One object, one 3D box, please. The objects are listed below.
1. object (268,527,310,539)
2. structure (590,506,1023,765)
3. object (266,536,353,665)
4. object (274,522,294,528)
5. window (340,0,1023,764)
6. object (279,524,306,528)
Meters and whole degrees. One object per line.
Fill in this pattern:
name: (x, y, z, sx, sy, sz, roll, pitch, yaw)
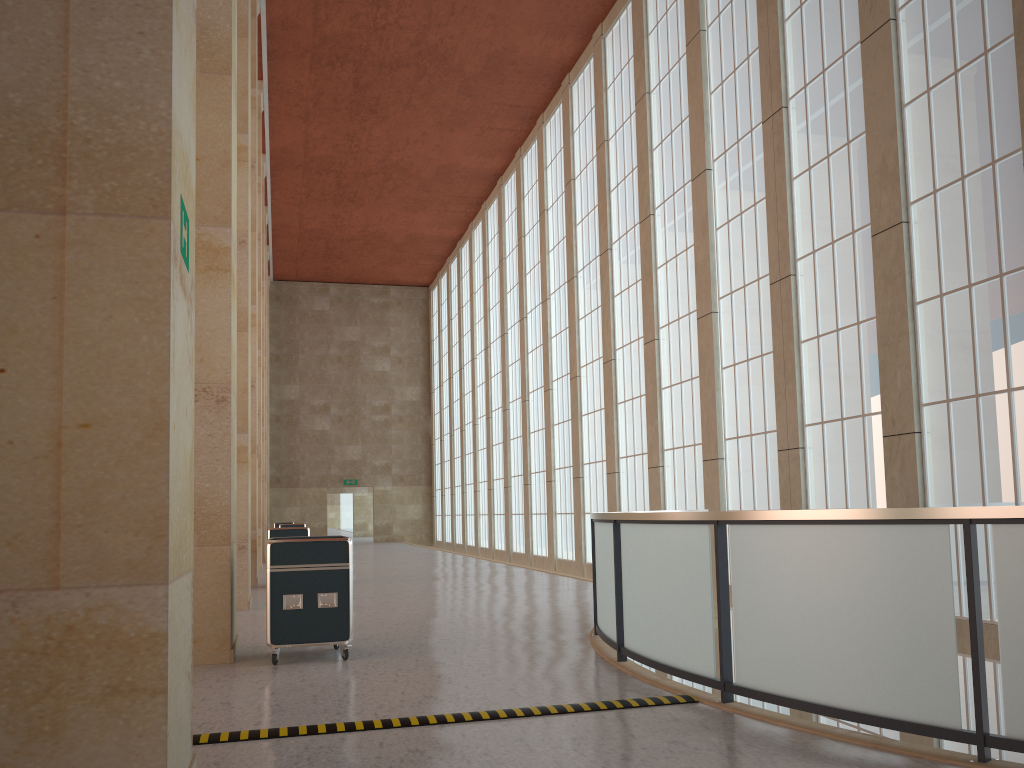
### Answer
object: (-5.922, 4.576, 23.473, 1.055, 1.533, 1.280, 0, -6, -15)
structure: (4.040, 2.242, 9.652, 5.247, 1.784, 13.158, 2, -9, -25)
object: (-2.649, 2.771, 11.533, 1.055, 1.533, 1.280, 0, -6, -15)
object: (-12.653, 8.445, 49.113, 1.055, 1.533, 1.280, 0, -6, -15)
window: (-8.969, 9.593, 73.914, 0.010, 28.475, 165.995, 0, -8, -15)
object: (-9.075, 6.544, 36.558, 1.055, 1.533, 1.280, 0, -6, -15)
